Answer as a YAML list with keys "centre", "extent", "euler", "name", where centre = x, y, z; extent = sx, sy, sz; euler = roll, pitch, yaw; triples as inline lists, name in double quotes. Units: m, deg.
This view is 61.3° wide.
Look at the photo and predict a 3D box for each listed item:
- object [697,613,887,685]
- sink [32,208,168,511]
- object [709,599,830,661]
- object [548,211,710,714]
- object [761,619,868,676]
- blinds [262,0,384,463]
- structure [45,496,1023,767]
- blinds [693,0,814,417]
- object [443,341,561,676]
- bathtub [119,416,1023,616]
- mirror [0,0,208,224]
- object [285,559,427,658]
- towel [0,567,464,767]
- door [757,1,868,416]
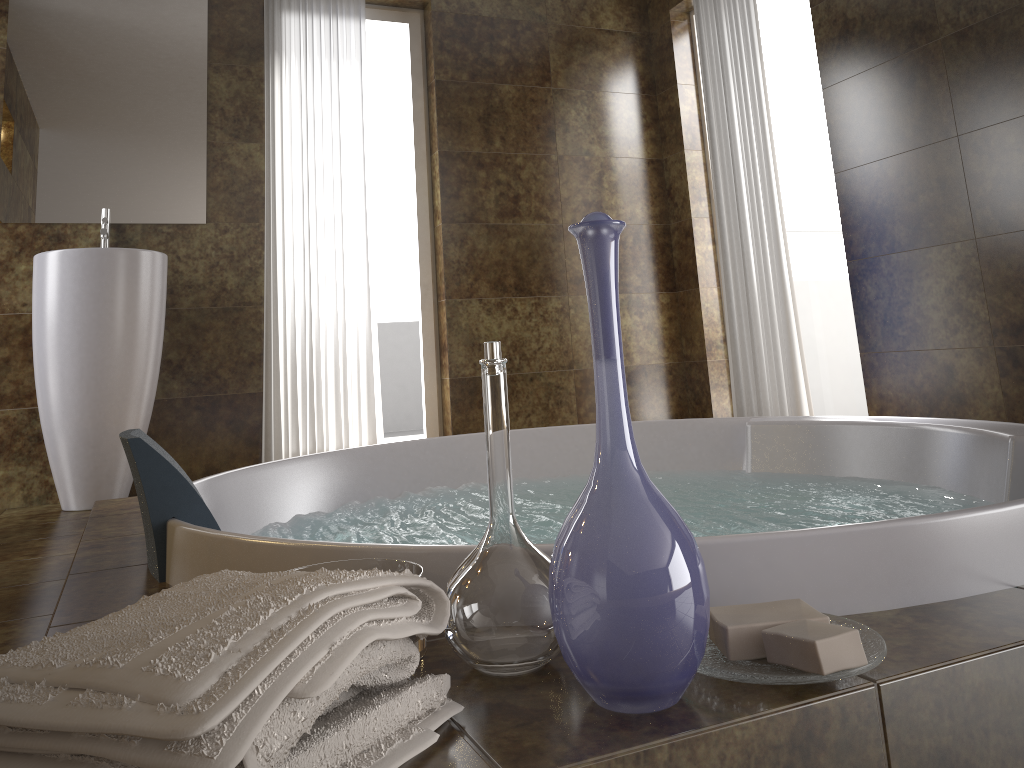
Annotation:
- centre: [0.238, 0.242, 0.786]
  extent: [0.190, 0.019, 0.186]
  euler: [-5, 1, -35]
  name: "object"
- centre: [-1.528, -0.134, 3.202]
  extent: [0.459, 1.168, 0.422]
  euler: [0, -10, -20]
  name: "sink"
- centre: [0.236, 0.226, 0.801]
  extent: [0.101, 0.033, 0.060]
  euler: [-4, -2, -8]
  name: "object"
- centre: [0.091, 0.051, 0.764]
  extent: [0.136, 0.432, 0.131]
  euler: [-1, -10, -15]
  name: "object"
- centre: [0.257, 0.223, 0.735]
  extent: [0.053, 0.035, 0.071]
  euler: [-3, -1, -23]
  name: "object"
- centre: [-0.849, -0.788, 3.831]
  extent: [0.518, 2.328, 0.065]
  euler: [1, -12, -23]
  name: "blinds"
- centre: [0.225, 0.294, 1.739]
  extent: [2.008, 0.127, 1.959]
  euler: [-4, 1, -23]
  name: "structure"
- centre: [1.059, -0.910, 3.960]
  extent: [0.069, 2.341, 0.467]
  euler: [1, -12, -24]
  name: "blinds"
- centre: [-0.011, 0.111, 0.854]
  extent: [0.130, 0.317, 0.125]
  euler: [-1, -10, -15]
  name: "object"
- centre: [0.224, 0.286, 1.739]
  extent: [1.746, 0.537, 1.717]
  euler: [-4, 0, 8]
  name: "bathtub"
- centre: [-1.682, -1.201, 3.614]
  extent: [0.768, 1.122, 0.008]
  euler: [-1, -11, -23]
  name: "mirror"
- centre: [-0.174, 0.238, 0.885]
  extent: [0.169, 0.077, 0.166]
  euler: [-3, -1, -42]
  name: "object"
- centre: [-0.236, 0.232, 0.640]
  extent: [0.336, 0.154, 0.316]
  euler: [-4, -1, 21]
  name: "towel"
- centre: [1.555, -0.901, 4.360]
  extent: [0.958, 2.290, 0.038]
  euler: [-5, -11, 10]
  name: "door"
